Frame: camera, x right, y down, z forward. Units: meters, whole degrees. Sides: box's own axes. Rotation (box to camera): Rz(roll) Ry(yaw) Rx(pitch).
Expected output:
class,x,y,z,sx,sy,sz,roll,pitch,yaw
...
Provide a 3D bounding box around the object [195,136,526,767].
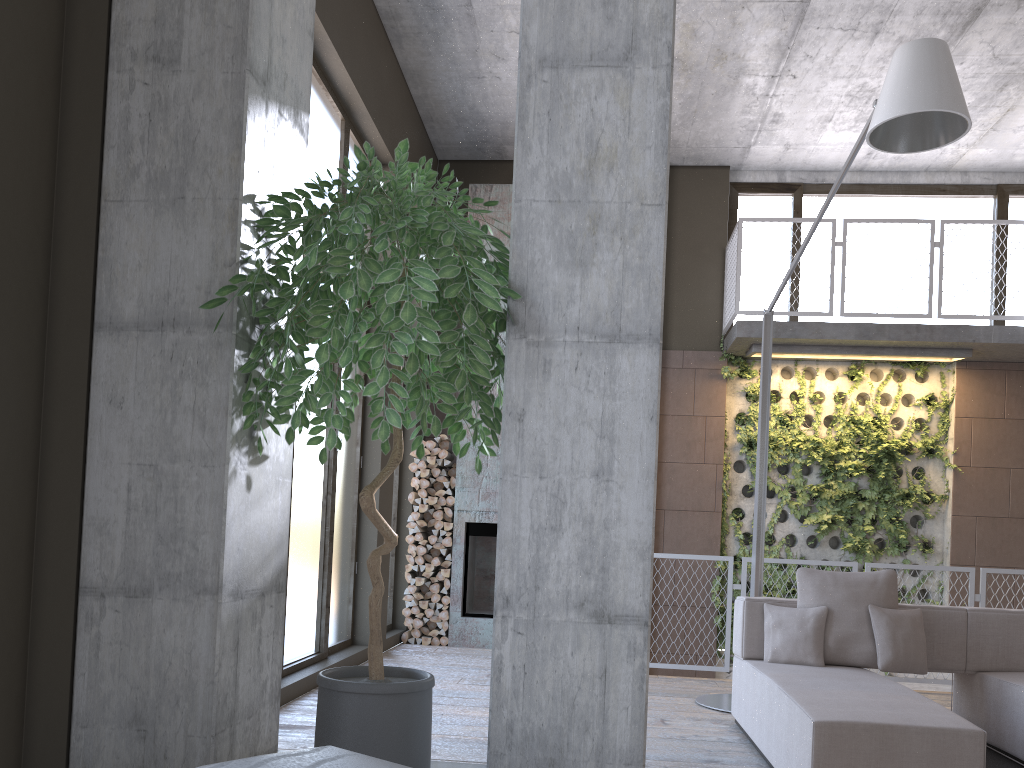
class,x,y,z,sx,sy,sz,roll,pitch,yaw
object,-0.403,0.220,2.512,1.005,1.848,0.971,4,-4,-28

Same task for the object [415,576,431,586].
class,x,y,z,sx,sy,sz,roll,pitch,yaw
object,-0.874,1.958,8.729,0.093,0.082,0.486,2,-10,5

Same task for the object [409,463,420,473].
class,x,y,z,sx,sy,sz,roll,pitch,yaw
object,-0.947,0.850,8.765,0.091,0.091,0.443,2,-10,5

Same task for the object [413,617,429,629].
class,x,y,z,sx,sy,sz,roll,pitch,yaw
object,-0.902,2.360,8.696,0.098,0.105,0.298,2,-9,6

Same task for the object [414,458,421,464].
class,x,y,z,sx,sy,sz,roll,pitch,yaw
object,-0.917,0.787,8.781,0.066,0.085,0.431,2,-10,3

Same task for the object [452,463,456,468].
class,x,y,z,sx,sy,sz,roll,pitch,yaw
object,-0.555,0.831,8.851,0.064,0.048,0.254,2,-10,7

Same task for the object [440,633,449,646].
class,x,y,z,sx,sy,sz,roll,pitch,yaw
object,-0.642,2.541,8.749,0.091,0.091,0.443,2,-10,5

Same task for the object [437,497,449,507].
class,x,y,z,sx,sy,sz,roll,pitch,yaw
object,-0.667,1.184,8.794,0.091,0.088,0.462,2,-10,5

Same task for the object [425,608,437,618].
class,x,y,z,sx,sy,sz,roll,pitch,yaw
object,-0.791,2.267,8.739,0.091,0.088,0.462,2,-10,4

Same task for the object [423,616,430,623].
class,x,y,z,sx,sy,sz,roll,pitch,yaw
object,-0.829,2.336,8.747,0.064,0.073,0.364,2,-10,4

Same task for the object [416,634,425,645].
class,x,y,z,sx,sy,sz,roll,pitch,yaw
object,-0.889,2.550,8.758,0.067,0.066,0.429,2,-10,5

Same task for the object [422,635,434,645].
class,x,y,z,sx,sy,sz,roll,pitch,yaw
object,-0.813,2.542,8.750,0.093,0.082,0.486,2,-10,5

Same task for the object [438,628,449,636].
class,x,y,z,sx,sy,sz,roll,pitch,yaw
object,-0.666,2.450,8.744,0.071,0.072,0.429,2,-10,5

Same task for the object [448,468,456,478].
class,x,y,z,sx,sy,sz,roll,pitch,yaw
object,-0.570,0.905,8.850,0.100,0.101,0.297,2,-9,7

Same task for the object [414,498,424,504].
class,x,y,z,sx,sy,sz,roll,pitch,yaw
object,-0.909,1.183,8.799,0.067,0.066,0.429,2,-10,5

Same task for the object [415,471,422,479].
class,x,y,z,sx,sy,sz,roll,pitch,yaw
object,-0.904,0.915,8.764,0.067,0.066,0.429,2,-10,5

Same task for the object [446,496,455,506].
class,x,y,z,sx,sy,sz,roll,pitch,yaw
object,-0.581,1.178,8.782,0.091,0.091,0.443,2,-10,5

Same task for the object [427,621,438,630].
class,x,y,z,sx,sy,sz,roll,pitch,yaw
object,-0.778,2.413,8.819,0.104,0.101,0.296,2,-9,5

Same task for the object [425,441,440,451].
class,x,y,z,sx,sy,sz,roll,pitch,yaw
object,-0.783,0.628,8.702,0.104,0.102,0.296,2,-9,5

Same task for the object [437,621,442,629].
class,x,y,z,sx,sy,sz,roll,pitch,yaw
object,-0.694,2.394,8.741,0.066,0.084,0.431,2,-10,3

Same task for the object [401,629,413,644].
class,x,y,z,sx,sy,sz,roll,pitch,yaw
object,-1.036,2.510,8.736,0.064,0.123,0.369,2,-9,4

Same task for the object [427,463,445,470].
class,x,y,z,sx,sy,sz,roll,pitch,yaw
object,-0.757,0.840,8.774,0.115,0.078,0.441,2,-10,5

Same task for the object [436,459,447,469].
class,x,y,z,sx,sy,sz,roll,pitch,yaw
object,-0.693,0.800,8.756,0.067,0.065,0.429,2,-10,5

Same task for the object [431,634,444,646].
class,x,y,z,sx,sy,sz,roll,pitch,yaw
object,-0.728,2.547,8.761,0.091,0.088,0.462,2,-10,5

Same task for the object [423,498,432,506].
class,x,y,z,sx,sy,sz,roll,pitch,yaw
object,-0.828,1.188,8.791,0.067,0.066,0.429,2,-10,5

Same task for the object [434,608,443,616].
class,x,y,z,sx,sy,sz,roll,pitch,yaw
object,-0.718,2.264,8.762,0.067,0.070,0.429,2,-10,5

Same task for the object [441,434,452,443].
class,x,y,z,sx,sy,sz,roll,pitch,yaw
object,-0.658,0.554,8.798,0.087,0.055,0.337,2,-10,5

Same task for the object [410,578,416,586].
class,x,y,z,sx,sy,sz,roll,pitch,yaw
object,-0.949,1.966,8.738,0.067,0.066,0.429,2,-10,5

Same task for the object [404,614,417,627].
class,x,y,z,sx,sy,sz,roll,pitch,yaw
object,-0.991,2.356,8.749,0.101,0.101,0.297,2,-9,7

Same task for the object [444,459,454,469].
class,x,y,z,sx,sy,sz,roll,pitch,yaw
object,-0.613,0.802,8.749,0.066,0.067,0.429,2,-10,5

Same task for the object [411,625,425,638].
class,x,y,z,sx,sy,sz,roll,pitch,yaw
object,-0.922,2.471,8.770,0.092,0.092,0.443,2,-10,5

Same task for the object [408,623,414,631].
class,x,y,z,sx,sy,sz,roll,pitch,yaw
object,-0.983,2.390,8.663,0.045,0.072,0.255,2,-9,5

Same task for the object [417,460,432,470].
class,x,y,z,sx,sy,sz,roll,pitch,yaw
object,-0.859,0.827,8.754,0.091,0.088,0.462,2,-10,5

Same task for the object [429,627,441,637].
class,x,y,z,sx,sy,sz,roll,pitch,yaw
object,-0.742,2.476,8.769,0.115,0.078,0.441,2,-10,5

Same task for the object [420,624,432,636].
class,x,y,z,sx,sy,sz,roll,pitch,yaw
object,-0.841,2.463,8.789,0.101,0.085,0.368,2,-9,5

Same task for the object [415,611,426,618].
class,x,y,z,sx,sy,sz,roll,pitch,yaw
object,-0.890,2.291,8.728,0.089,0.056,0.337,2,-10,5

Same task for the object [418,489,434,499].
class,x,y,z,sx,sy,sz,roll,pitch,yaw
object,-0.861,1.108,8.803,0.092,0.092,0.443,2,-10,5

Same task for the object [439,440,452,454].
class,x,y,z,sx,sy,sz,roll,pitch,yaw
object,-0.657,0.636,8.826,0.099,0.106,0.298,2,-9,6

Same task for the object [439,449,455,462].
class,x,y,z,sx,sy,sz,roll,pitch,yaw
object,-0.651,0.721,8.748,0.093,0.092,0.443,2,-10,5

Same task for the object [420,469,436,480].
class,x,y,z,sx,sy,sz,roll,pitch,yaw
object,-0.829,0.906,8.755,0.093,0.082,0.486,2,-10,5

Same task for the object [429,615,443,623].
class,x,y,z,sx,sy,sz,roll,pitch,yaw
object,-0.728,2.325,8.734,0.122,0.067,0.369,2,-10,7

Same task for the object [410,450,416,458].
class,x,y,z,sx,sy,sz,roll,pitch,yaw
object,-0.925,0.716,8.796,0.122,0.067,0.369,2,-10,7

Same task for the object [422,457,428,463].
class,x,y,z,sx,sy,sz,roll,pitch,yaw
object,-0.848,0.774,8.860,0.071,0.070,0.429,2,-10,5

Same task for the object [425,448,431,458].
class,x,y,z,sx,sy,sz,roll,pitch,yaw
object,-0.829,0.702,8.750,0.113,0.079,0.441,2,-10,5

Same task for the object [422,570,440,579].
class,x,y,z,sx,sy,sz,roll,pitch,yaw
object,-0.802,1.892,8.748,0.115,0.078,0.441,2,-10,5

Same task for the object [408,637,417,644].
class,x,y,z,sx,sy,sz,roll,pitch,yaw
object,-0.969,2.546,8.766,0.067,0.066,0.429,2,-10,5

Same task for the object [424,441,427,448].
class,x,y,z,sx,sy,sz,roll,pitch,yaw
object,-0.866,0.634,8.795,0.091,0.089,0.462,2,-10,4

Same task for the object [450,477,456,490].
class,x,y,z,sx,sy,sz,roll,pitch,yaw
object,-0.564,0.997,8.775,0.063,0.124,0.369,2,-9,4

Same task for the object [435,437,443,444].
class,x,y,z,sx,sy,sz,roll,pitch,yaw
object,-0.724,0.585,8.777,0.065,0.072,0.364,2,-10,4

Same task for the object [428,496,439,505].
class,x,y,z,sx,sy,sz,roll,pitch,yaw
object,-0.753,1.179,8.783,0.093,0.082,0.486,2,-10,5
